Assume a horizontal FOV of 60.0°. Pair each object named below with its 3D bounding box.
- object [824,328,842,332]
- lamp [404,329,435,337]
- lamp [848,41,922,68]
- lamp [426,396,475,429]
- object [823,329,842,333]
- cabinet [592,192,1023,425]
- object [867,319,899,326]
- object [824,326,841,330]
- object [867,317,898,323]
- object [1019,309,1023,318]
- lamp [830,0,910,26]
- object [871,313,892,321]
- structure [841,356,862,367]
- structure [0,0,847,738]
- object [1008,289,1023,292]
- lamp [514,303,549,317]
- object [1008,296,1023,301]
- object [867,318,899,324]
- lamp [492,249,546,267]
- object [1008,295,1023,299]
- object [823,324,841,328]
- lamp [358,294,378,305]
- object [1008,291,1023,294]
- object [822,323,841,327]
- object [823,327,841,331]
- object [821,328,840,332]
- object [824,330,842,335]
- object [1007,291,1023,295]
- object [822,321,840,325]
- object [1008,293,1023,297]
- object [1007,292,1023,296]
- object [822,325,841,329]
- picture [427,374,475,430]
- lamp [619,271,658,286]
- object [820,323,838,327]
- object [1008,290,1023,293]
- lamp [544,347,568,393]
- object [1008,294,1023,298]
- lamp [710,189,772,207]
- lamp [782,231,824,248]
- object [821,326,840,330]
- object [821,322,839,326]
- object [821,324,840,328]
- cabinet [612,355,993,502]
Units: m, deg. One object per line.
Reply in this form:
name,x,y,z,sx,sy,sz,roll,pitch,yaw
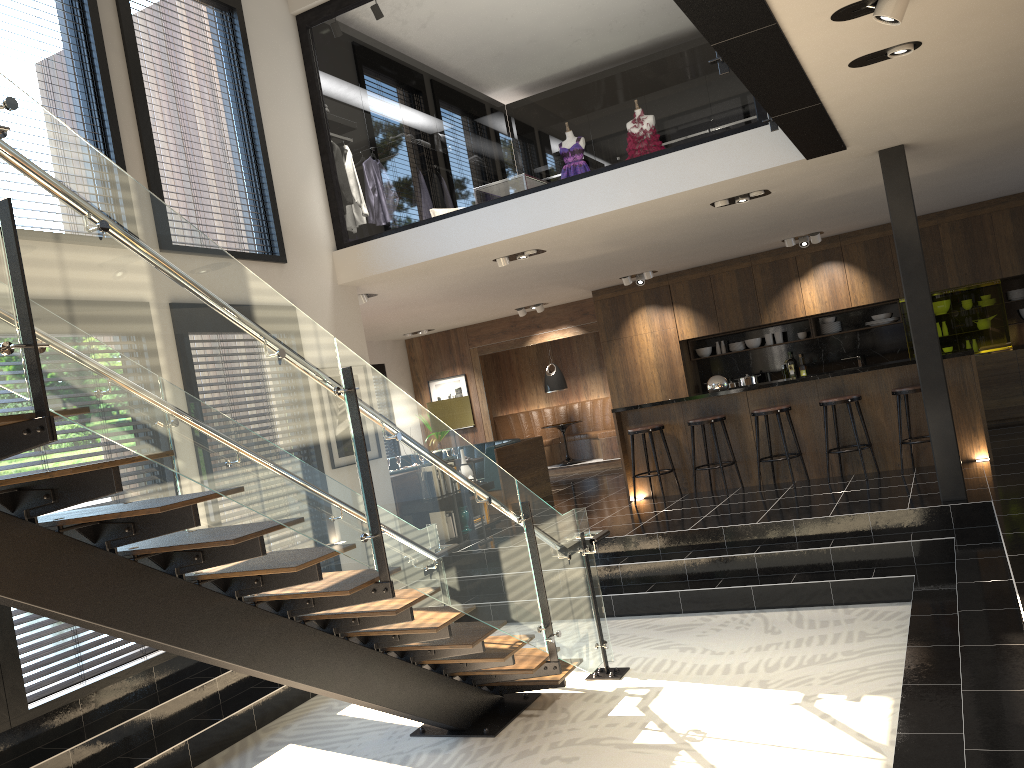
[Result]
object,4.385,-0.726,12.174,0.269,0.024,0.269,-10,-1,-26
lamp,-1.537,-0.893,14.542,0.502,0.213,0.349,-11,-1,26
lamp,1.851,-1.700,4.429,0.347,0.158,0.195,-11,-1,26
lamp,-0.587,0.875,8.693,0.636,1.445,0.438,-10,-1,-38
object,4.387,-0.715,12.174,0.269,0.024,0.269,-10,-1,-26
cabinet,4.626,-0.627,11.804,6.899,2.690,0.868,-11,-1,26
object,4.947,-0.811,11.818,0.437,0.039,0.438,-10,-1,-28
object,4.380,-0.753,12.175,0.269,0.024,0.269,-10,-1,-26
object,4.942,-0.838,11.819,0.437,0.039,0.438,-10,-1,-28
object,6.488,-0.872,11.062,0.264,0.170,0.264,-10,-1,1
lamp,1.519,-1.609,3.733,0.347,0.247,0.195,-10,-1,26
object,4.932,-0.884,11.821,0.253,0.088,0.254,-9,-1,-38
structure,4.505,-0.232,11.744,0.243,0.231,0.173,-10,-1,26
structure,-0.243,-0.054,3.741,3.450,4.868,7.273,-10,-1,25
object,6.323,-1.161,11.108,0.221,0.033,0.220,-11,-1,36
lamp,0.298,-1.203,13.624,0.502,0.280,0.349,-11,-1,26
object,6.340,-1.069,11.107,0.221,0.033,0.220,-11,-1,36
object,4.945,-0.823,11.818,0.437,0.039,0.438,-10,-1,-28
lamp,0.067,-1.283,8.625,0.502,0.231,0.349,-11,-1,26
object,6.337,-1.082,11.107,0.221,0.033,0.220,-11,-1,36
object,4.375,-0.780,12.175,0.269,0.024,0.269,-10,-1,-26
lamp,-1.705,-0.942,9.515,0.502,0.248,0.349,-11,-1,26
object,6.328,-1.137,11.108,0.221,0.033,0.220,-11,-1,36
object,4.372,-0.797,12.175,0.269,0.024,0.269,-10,-1,-26
object,4.382,-0.742,12.175,0.269,0.024,0.269,-10,-1,-26
object,4.384,-0.733,12.174,0.269,0.024,0.269,-10,-1,-26
object,4.390,-0.699,12.174,0.269,0.024,0.269,-10,-1,-26
object,6.329,-1.127,11.107,0.221,0.033,0.220,-11,-1,36
object,4.368,-0.823,12.175,0.269,0.024,0.269,-10,-1,-26
object,6.333,-1.104,11.107,0.221,0.033,0.220,-11,-1,36
object,6.331,-1.116,11.107,0.221,0.033,0.220,-11,-1,36
object,4.377,-0.770,12.175,0.269,0.024,0.269,-10,-1,-26
picture,-1.042,0.337,15.099,0.749,0.911,0.028,-10,0,26
lamp,1.711,-1.478,11.990,0.502,0.294,0.349,-11,-1,26
object,4.371,-0.807,12.175,0.269,0.024,0.269,-10,-1,-26
object,6.325,-1.149,11.108,0.221,0.033,0.220,-11,-1,36
lamp,0.644,-0.359,14.518,0.389,0.974,0.390,-10,0,-20
object,6.335,-1.094,11.107,0.221,0.033,0.220,-11,-1,36
lamp,1.968,-1.658,7.669,0.502,0.194,0.349,-11,-1,26
lamp,3.615,-1.842,11.034,0.502,0.280,0.349,-11,-1,26
object,4.379,-0.761,12.175,0.269,0.024,0.269,-10,-1,-26
object,4.369,-0.814,12.175,0.269,0.024,0.269,-10,-1,-26
object,4.374,-0.788,12.175,0.269,0.024,0.269,-10,-1,-26
cabinet,2.911,0.492,9.240,3.567,0.994,0.697,-11,-1,26
